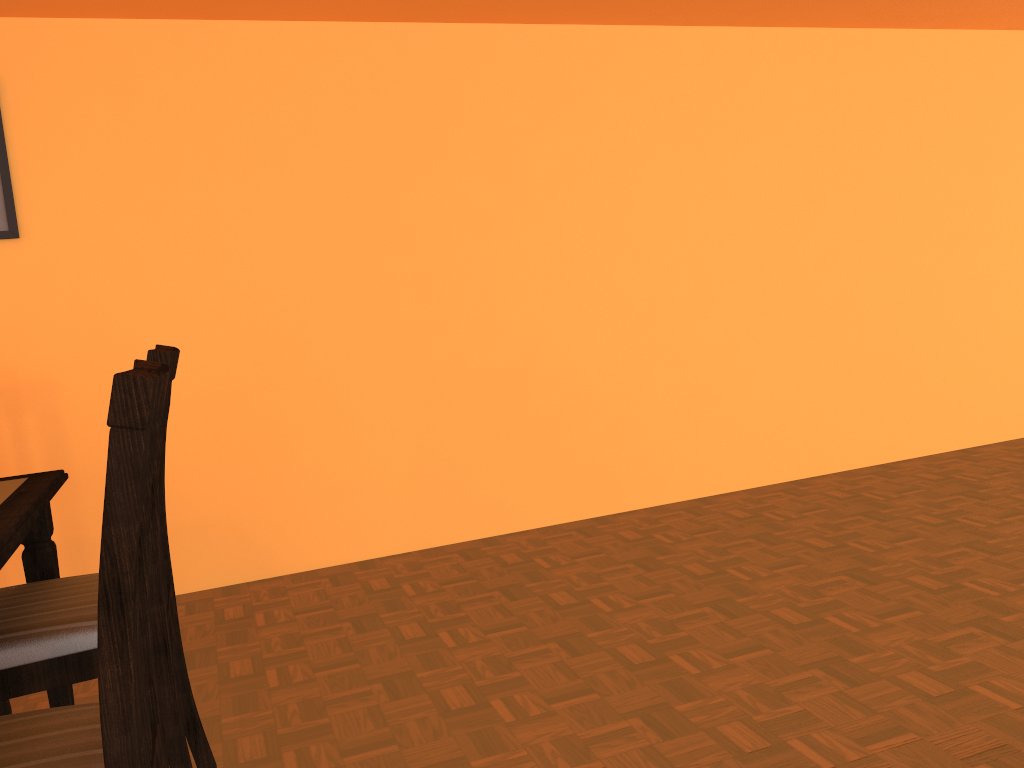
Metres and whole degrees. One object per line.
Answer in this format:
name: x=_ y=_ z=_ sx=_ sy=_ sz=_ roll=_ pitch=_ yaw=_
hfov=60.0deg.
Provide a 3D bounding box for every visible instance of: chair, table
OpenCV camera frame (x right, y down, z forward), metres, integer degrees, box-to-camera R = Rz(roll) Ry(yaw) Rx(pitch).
chair: x=-1.227 y=0.376 z=1.718 sx=0.373 sy=0.809 sz=0.465 roll=-8 pitch=7 yaw=-24
chair: x=-0.535 y=0.405 z=0.880 sx=0.465 sy=0.809 sz=0.373 roll=-7 pitch=7 yaw=-19
chair: x=-0.728 y=0.363 z=1.421 sx=0.465 sy=0.809 sz=0.373 roll=-7 pitch=7 yaw=-19
table: x=-0.951 y=0.538 z=1.042 sx=0.697 sy=0.584 sz=1.259 roll=-7 pitch=7 yaw=-19

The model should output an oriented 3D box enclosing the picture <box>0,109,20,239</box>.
picture: x=-1.578 y=-0.615 z=2.416 sx=0.361 sy=0.456 sz=0.014 roll=-7 pitch=7 yaw=-19
